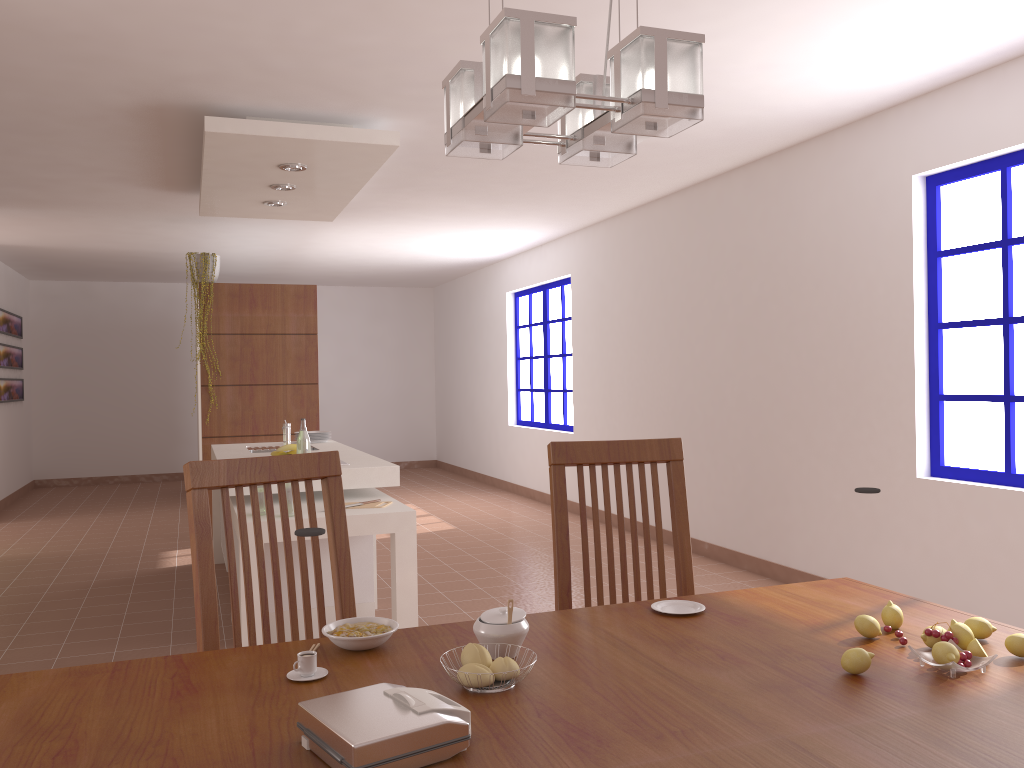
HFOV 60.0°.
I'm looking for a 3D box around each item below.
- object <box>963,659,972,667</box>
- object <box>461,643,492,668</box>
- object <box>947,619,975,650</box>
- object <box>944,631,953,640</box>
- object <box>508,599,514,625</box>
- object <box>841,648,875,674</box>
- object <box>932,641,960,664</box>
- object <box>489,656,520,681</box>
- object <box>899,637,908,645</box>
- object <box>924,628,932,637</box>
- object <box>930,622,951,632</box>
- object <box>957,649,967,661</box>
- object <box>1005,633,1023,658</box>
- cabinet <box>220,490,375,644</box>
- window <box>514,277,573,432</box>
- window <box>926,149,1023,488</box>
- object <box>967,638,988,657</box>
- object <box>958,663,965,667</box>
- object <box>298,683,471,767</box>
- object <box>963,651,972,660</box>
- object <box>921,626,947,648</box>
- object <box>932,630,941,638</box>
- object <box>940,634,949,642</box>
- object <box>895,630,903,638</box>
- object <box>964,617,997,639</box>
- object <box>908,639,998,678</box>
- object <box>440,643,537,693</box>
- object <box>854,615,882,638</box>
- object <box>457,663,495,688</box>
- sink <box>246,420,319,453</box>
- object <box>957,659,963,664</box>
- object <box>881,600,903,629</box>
[{"bbox_3d":[0.718,0.442,1.399,0.013,0.014,0.014,-1,0,9],"label":"object"},{"bbox_3d":[-0.056,0.439,1.419,0.048,0.044,0.055,-1,0,-40],"label":"object"},{"bbox_3d":[0.759,0.424,1.499,0.039,0.049,0.039,-1,0,-12],"label":"object"},{"bbox_3d":[0.729,0.420,1.481,0.012,0.014,0.014,-1,0,-39],"label":"object"},{"bbox_3d":[-0.004,0.396,1.484,0.010,0.075,0.015,-1,0,-20],"label":"object"},{"bbox_3d":[0.542,0.436,1.397,0.041,0.041,0.042,-1,0,-34],"label":"object"},{"bbox_3d":[0.683,0.425,1.396,0.043,0.038,0.042,-1,0,-44],"label":"object"},{"bbox_3d":[-0.013,0.444,1.387,0.048,0.033,0.060,-1,0,-21],"label":"object"},{"bbox_3d":[0.677,0.445,1.535,0.014,0.014,0.012,-1,0,-32],"label":"object"},{"bbox_3d":[0.707,0.422,1.504,0.014,0.014,0.013,-1,0,37],"label":"object"},{"bbox_3d":[0.728,0.414,1.507,0.034,0.011,0.037,-1,0,30],"label":"object"},{"bbox_3d":[0.709,0.437,1.427,0.040,0.023,0.049,-1,0,26],"label":"object"},{"bbox_3d":[0.839,0.431,1.462,0.043,0.038,0.043,-1,0,-31],"label":"object"},{"bbox_3d":[-1.273,0.857,5.147,0.737,0.700,2.048,-1,0,-20],"label":"cabinet"},{"bbox_3d":[0.346,-0.271,8.793,0.035,1.430,1.699,-1,0,-20],"label":"window"},{"bbox_3d":[2.293,-0.273,3.438,0.035,1.430,1.699,-1,0,-20],"label":"window"},{"bbox_3d":[0.759,0.433,1.444,0.033,0.036,0.039,-1,0,17],"label":"object"},{"bbox_3d":[0.699,0.442,1.384,0.014,0.013,0.014,-1,0,-15],"label":"object"},{"bbox_3d":[-0.155,0.439,1.157,0.195,0.062,0.176,-1,0,-35],"label":"object"},{"bbox_3d":[0.728,0.433,1.417,0.014,0.014,0.012,-1,0,-8],"label":"object"},{"bbox_3d":[0.724,0.433,1.517,0.041,0.039,0.044,-1,0,34],"label":"object"},{"bbox_3d":[0.713,0.420,1.491,0.014,0.014,0.012,-1,0,1],"label":"object"},{"bbox_3d":[0.726,0.427,1.486,0.012,0.014,0.014,-1,0,-39],"label":"object"},{"bbox_3d":[0.689,0.446,1.579,0.014,0.012,0.014,-1,0,-16],"label":"object"},{"bbox_3d":[0.823,0.431,1.565,0.043,0.038,0.043,-1,0,-31],"label":"object"},{"bbox_3d":[0.697,0.437,1.405,0.092,0.032,0.091,-1,0,-20],"label":"object"},{"bbox_3d":[-0.036,0.446,1.380,0.151,0.041,0.151,-1,0,30],"label":"object"},{"bbox_3d":[0.635,0.433,1.584,0.042,0.041,0.041,-1,0,45],"label":"object"},{"bbox_3d":[-0.055,0.445,1.359,0.061,0.032,0.048,-1,0,39],"label":"object"},{"bbox_3d":[-1.450,0.402,5.590,0.404,0.368,0.668,-1,0,-20],"label":"sink"},{"bbox_3d":[0.706,0.442,1.403,0.014,0.013,0.014,-1,0,4],"label":"object"},{"bbox_3d":[0.705,0.429,1.645,0.038,0.053,0.039,-1,0,15],"label":"object"}]
